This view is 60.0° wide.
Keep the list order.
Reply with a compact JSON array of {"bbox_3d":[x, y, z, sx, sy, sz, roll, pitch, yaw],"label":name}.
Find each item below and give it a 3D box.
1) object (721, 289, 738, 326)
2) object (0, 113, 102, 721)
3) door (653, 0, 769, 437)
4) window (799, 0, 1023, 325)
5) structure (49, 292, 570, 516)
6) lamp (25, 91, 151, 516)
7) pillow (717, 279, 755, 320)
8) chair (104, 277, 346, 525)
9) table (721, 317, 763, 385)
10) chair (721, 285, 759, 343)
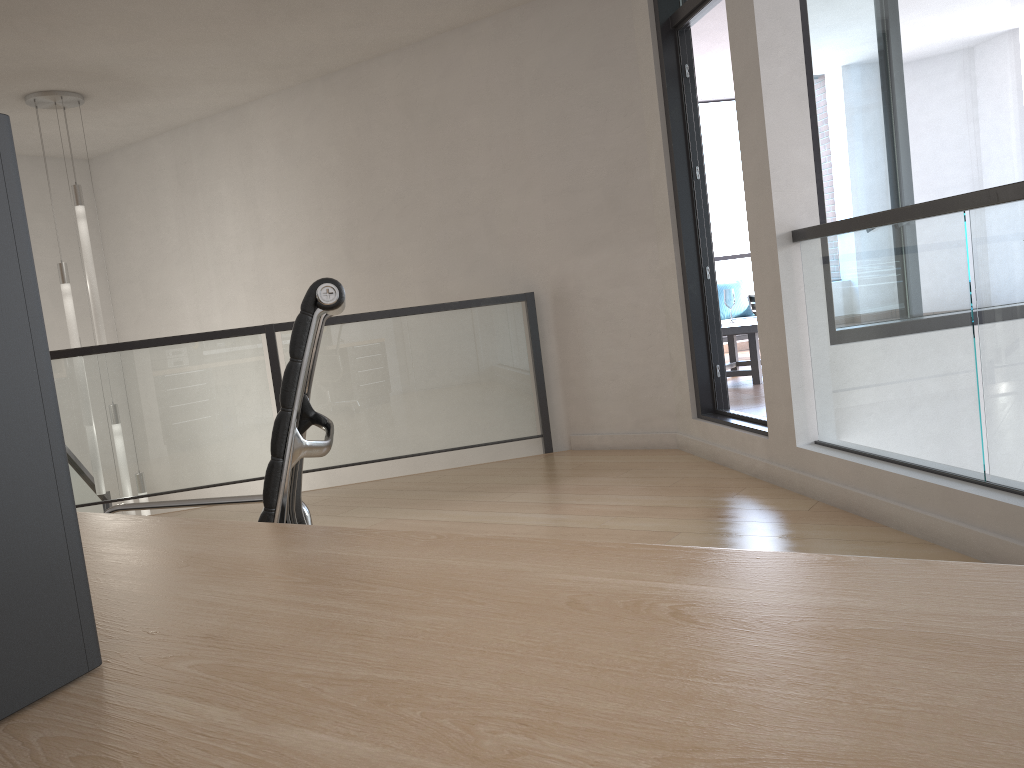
[{"bbox_3d":[1.662,-0.609,7.127,0.337,0.284,0.203,-7,5,-4],"label":"object"},{"bbox_3d":[-0.397,0.018,0.442,0.198,0.354,0.249,-5,5,20],"label":"object"},{"bbox_3d":[1.398,-1.084,4.401,0.924,2.500,0.905,-8,5,-10],"label":"door"},{"bbox_3d":[3.612,-1.695,4.194,5.002,2.402,0.170,-8,5,-10],"label":"window"},{"bbox_3d":[-1.772,1.763,6.599,4.190,4.339,2.823,-8,5,-10],"label":"structure"},{"bbox_3d":[-2.981,-1.080,6.059,0.359,6.725,0.359,-9,5,-18],"label":"lamp"},{"bbox_3d":[2.276,-0.882,9.439,0.510,0.426,0.316,-8,5,-13],"label":"pillow"},{"bbox_3d":[-0.474,0.393,1.215,0.699,0.991,0.664,-7,5,-4],"label":"chair"},{"bbox_3d":[1.906,-0.277,7.304,0.710,0.473,1.260,-4,6,35],"label":"table"},{"bbox_3d":[2.317,-0.657,9.360,0.797,0.765,0.807,-8,5,-10],"label":"chair"}]
